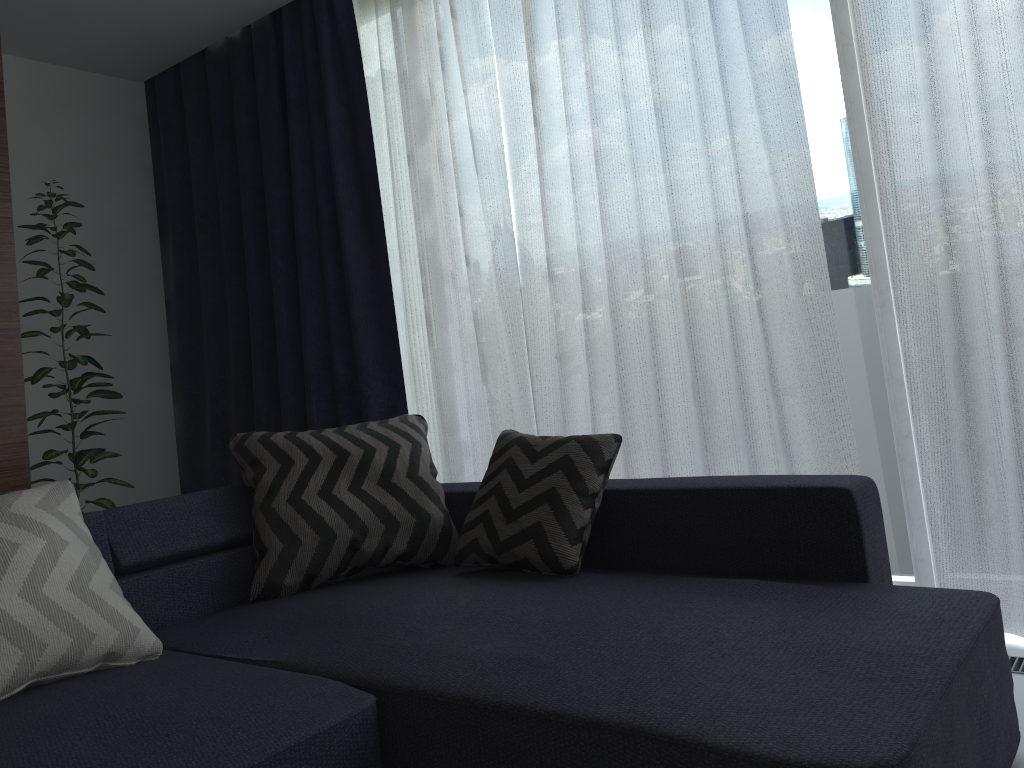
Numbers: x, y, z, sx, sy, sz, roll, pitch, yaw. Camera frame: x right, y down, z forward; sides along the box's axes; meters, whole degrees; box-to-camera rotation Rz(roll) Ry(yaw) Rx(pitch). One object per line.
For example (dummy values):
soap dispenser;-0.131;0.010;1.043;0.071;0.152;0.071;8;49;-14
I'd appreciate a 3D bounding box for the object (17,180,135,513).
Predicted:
object;-1.797;0.070;3.587;0.502;1.857;0.480;-7;-4;6

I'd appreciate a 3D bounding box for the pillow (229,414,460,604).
pillow;-0.466;0.367;2.517;0.599;0.521;0.352;-6;-3;-22

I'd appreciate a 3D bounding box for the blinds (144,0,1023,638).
blinds;-0.702;-0.501;0.419;7.088;2.788;5.815;-7;-1;41

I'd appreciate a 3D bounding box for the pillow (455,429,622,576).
pillow;0.061;0.298;2.313;0.412;0.347;0.287;-8;-3;42

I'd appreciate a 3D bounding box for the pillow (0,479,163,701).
pillow;-1.031;0.418;1.779;0.340;0.390;0.496;-8;-2;37

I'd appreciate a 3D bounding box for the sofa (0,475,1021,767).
sofa;-0.550;0.567;1.287;1.887;0.611;2.880;-7;0;37
